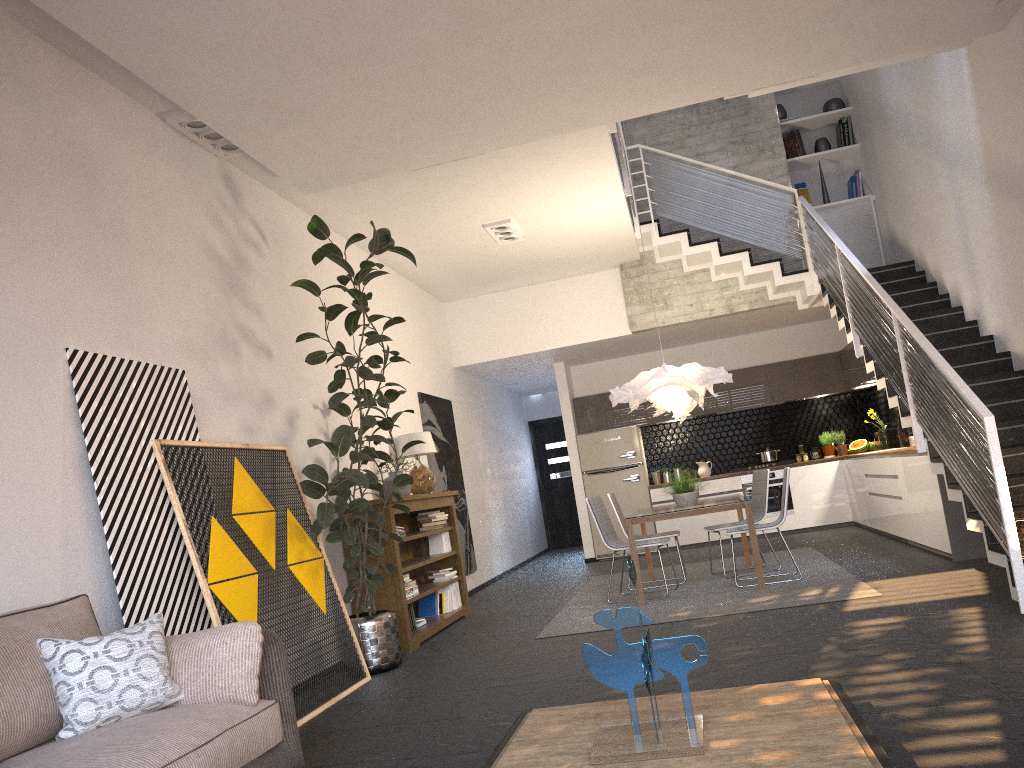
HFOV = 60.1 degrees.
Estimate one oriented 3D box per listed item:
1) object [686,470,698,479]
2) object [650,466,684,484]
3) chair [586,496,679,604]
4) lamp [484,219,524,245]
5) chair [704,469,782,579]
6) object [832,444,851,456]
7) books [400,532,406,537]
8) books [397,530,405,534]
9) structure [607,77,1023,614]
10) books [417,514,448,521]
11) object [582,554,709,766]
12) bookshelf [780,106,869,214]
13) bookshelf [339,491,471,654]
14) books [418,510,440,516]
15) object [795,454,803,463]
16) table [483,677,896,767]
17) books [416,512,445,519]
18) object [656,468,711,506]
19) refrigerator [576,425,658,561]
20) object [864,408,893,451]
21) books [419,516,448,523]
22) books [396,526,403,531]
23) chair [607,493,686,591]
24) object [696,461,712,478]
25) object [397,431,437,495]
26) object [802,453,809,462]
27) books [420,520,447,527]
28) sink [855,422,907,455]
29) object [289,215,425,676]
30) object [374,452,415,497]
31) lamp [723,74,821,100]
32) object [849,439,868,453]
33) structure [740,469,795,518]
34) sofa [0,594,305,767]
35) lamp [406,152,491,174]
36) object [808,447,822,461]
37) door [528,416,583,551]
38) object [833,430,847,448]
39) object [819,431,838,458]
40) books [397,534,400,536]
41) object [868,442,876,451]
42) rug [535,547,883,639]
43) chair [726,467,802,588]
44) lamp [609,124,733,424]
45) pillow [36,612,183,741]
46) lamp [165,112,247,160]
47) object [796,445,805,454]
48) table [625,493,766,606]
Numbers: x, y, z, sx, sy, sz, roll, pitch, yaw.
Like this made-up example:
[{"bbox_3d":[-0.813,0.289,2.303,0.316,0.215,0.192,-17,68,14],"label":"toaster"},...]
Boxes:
[{"bbox_3d":[2.478,1.248,12.165,0.161,0.110,0.078,-11,-5,16],"label":"object"},{"bbox_3d":[2.137,1.251,12.196,0.482,0.220,0.173,-10,-5,8],"label":"object"},{"bbox_3d":[1.040,1.392,7.664,0.603,0.916,0.475,-11,-5,20],"label":"chair"},{"bbox_3d":[-0.071,-1.463,8.465,0.254,0.066,0.647,-10,-7,11],"label":"lamp"},{"bbox_3d":[2.117,1.291,8.199,0.601,0.916,0.477,-9,-5,-3],"label":"chair"},{"bbox_3d":[4.332,0.870,11.608,0.124,0.140,0.211,-4,-8,-45],"label":"object"},{"bbox_3d":[-0.986,1.240,7.173,0.180,0.034,0.244,-11,-7,14],"label":"books"},{"bbox_3d":[-0.987,1.210,7.166,0.167,0.023,0.228,-11,-7,15],"label":"books"},{"bbox_3d":[1.697,-2.283,9.075,4.241,8.273,8.486,-10,-6,11],"label":"structure"},{"bbox_3d":[-0.747,1.253,8.321,0.245,0.019,0.174,-14,-9,36],"label":"books"},{"bbox_3d":[1.706,-0.976,6.518,0.367,4.454,8.917,-11,-7,22],"label":"object"},{"bbox_3d":[3.568,-2.544,10.451,0.974,1.102,0.444,-10,-5,11],"label":"bookshelf"},{"bbox_3d":[-0.836,1.548,7.565,0.451,1.167,1.925,-10,-6,11],"label":"bookshelf"},{"bbox_3d":[-0.777,1.211,8.310,0.205,0.022,0.156,-8,-7,-4],"label":"books"},{"bbox_3d":[3.852,0.996,11.888,0.083,0.113,0.083,-10,-5,11],"label":"object"},{"bbox_3d":[0.451,1.126,2.418,1.051,0.306,1.119,-10,-7,11],"label":"table"},{"bbox_3d":[-0.766,1.232,8.307,0.174,0.023,0.245,-4,-9,-34],"label":"books"},{"bbox_3d":[1.534,0.924,7.963,0.532,0.366,0.670,-10,-6,6],"label":"object"},{"bbox_3d":[1.449,1.482,12.034,0.830,1.704,0.771,-10,-5,11],"label":"refrigerator"},{"bbox_3d":[4.593,0.558,11.044,0.258,0.540,0.427,-12,-6,34],"label":"object"},{"bbox_3d":[-0.736,1.276,8.321,0.179,0.029,0.227,-4,-9,-37],"label":"books"},{"bbox_3d":[-1.061,1.164,7.022,0.272,0.108,0.324,-2,-9,-44],"label":"books"},{"bbox_3d":[1.279,1.444,8.365,0.602,0.916,0.476,-10,-5,11],"label":"chair"},{"bbox_3d":[2.633,1.164,12.102,0.191,0.214,0.171,-11,-6,24],"label":"object"},{"bbox_3d":[-0.877,0.758,8.297,0.388,0.579,0.392,-7,-5,-20],"label":"object"},{"bbox_3d":[3.936,0.980,11.867,0.083,0.113,0.083,-11,-6,21],"label":"object"},{"bbox_3d":[0.731,-2.087,10.050,5.380,6.680,0.363,-5,-6,-38],"label":"books"},{"bbox_3d":[4.301,0.697,10.306,0.490,0.447,0.726,-10,-6,11],"label":"sink"},{"bbox_3d":[-1.031,0.378,6.182,0.906,3.186,2.024,-8,-5,-11],"label":"object"},{"bbox_3d":[-1.011,0.788,7.690,0.385,0.410,0.277,-8,-5,-11],"label":"object"},{"bbox_3d":[1.750,-2.070,5.954,0.646,0.066,0.254,-10,-7,11],"label":"lamp"},{"bbox_3d":[4.496,0.811,11.489,0.237,0.173,0.217,-14,-8,40],"label":"object"},{"bbox_3d":[3.350,1.455,11.689,0.588,0.586,0.586,-10,-6,11],"label":"structure"},{"bbox_3d":[-1.510,1.118,2.348,0.995,0.915,2.328,-10,-7,11],"label":"sofa"},{"bbox_3d":[-0.495,-1.660,6.399,0.646,0.066,0.254,-10,-7,11],"label":"lamp"},{"bbox_3d":[4.048,0.928,11.840,0.141,0.173,0.142,-10,-5,11],"label":"object"},{"bbox_3d":[1.004,1.699,15.468,1.110,2.306,0.160,-10,-4,11],"label":"door"},{"bbox_3d":[4.343,0.761,11.724,0.183,0.377,0.170,-5,-6,-42],"label":"object"},{"bbox_3d":[4.212,0.800,11.769,0.245,0.352,0.235,-10,-5,15],"label":"object"},{"bbox_3d":[-1.048,1.215,6.990,0.252,0.011,0.321,-6,-8,-22],"label":"books"},{"bbox_3d":[4.715,0.800,11.490,0.224,0.126,0.149,-4,-8,-39],"label":"object"},{"bbox_3d":[1.680,1.782,7.894,2.375,0.006,3.698,-10,-7,11],"label":"rug"},{"bbox_3d":[2.104,1.196,7.439,0.603,0.916,0.476,-10,-5,14],"label":"chair"},{"bbox_3d":[1.061,-2.188,8.180,1.121,5.191,1.062,-11,-5,22],"label":"lamp"},{"bbox_3d":[-1.424,0.909,2.301,0.619,0.341,1.899,-10,-7,11],"label":"pillow"},{"bbox_3d":[-1.852,-1.561,5.498,0.254,0.066,0.647,-10,-7,11],"label":"lamp"},{"bbox_3d":[3.865,0.879,11.877,0.082,0.113,0.083,-8,-5,-9],"label":"object"},{"bbox_3d":[1.633,1.436,7.934,0.999,0.711,1.805,-10,-7,11],"label":"table"}]
